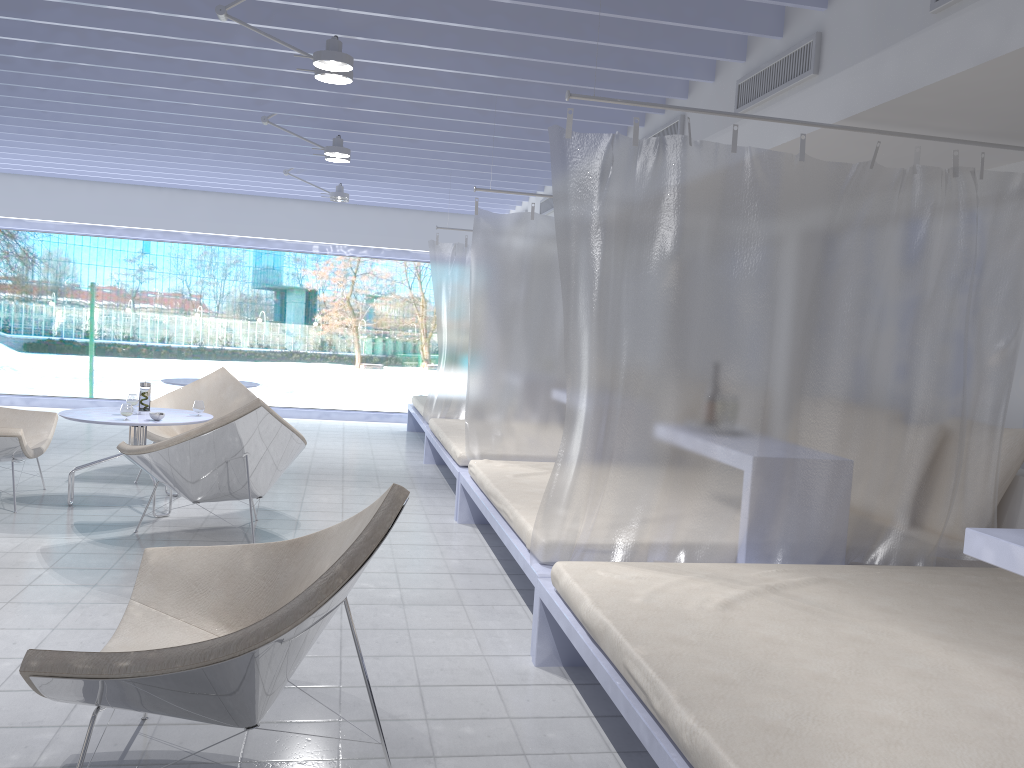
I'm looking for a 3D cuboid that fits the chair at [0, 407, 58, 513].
[{"bbox_3d":[-3.078,0.278,5.016,0.753,0.759,0.906,3,4,-15],"label":"chair"}]

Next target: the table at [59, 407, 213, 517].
[{"bbox_3d":[-2.180,0.442,5.151,0.825,0.534,0.823,2,4,-20],"label":"table"}]

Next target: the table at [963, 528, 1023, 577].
[{"bbox_3d":[1.396,0.624,1.701,0.416,0.450,1.065,3,3,-11],"label":"table"}]

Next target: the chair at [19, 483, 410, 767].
[{"bbox_3d":[-0.643,0.606,2.198,0.753,0.759,0.906,3,3,-7],"label":"chair"}]

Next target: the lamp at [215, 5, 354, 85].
[{"bbox_3d":[-0.984,-1.490,3.860,0.587,0.218,0.380,3,3,-11],"label":"lamp"}]

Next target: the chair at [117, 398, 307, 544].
[{"bbox_3d":[-1.446,0.415,4.506,0.906,0.759,0.753,1,5,-41],"label":"chair"}]

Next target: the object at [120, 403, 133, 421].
[{"bbox_3d":[-2.101,0.152,4.837,0.068,0.091,0.068,5,4,18],"label":"object"}]

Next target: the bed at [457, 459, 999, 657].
[{"bbox_3d":[0.877,0.743,4.399,2.022,0.422,2.200,3,3,-11],"label":"bed"}]

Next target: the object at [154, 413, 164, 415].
[{"bbox_3d":[-1.944,0.164,4.881,0.012,0.016,0.098,0,5,-45],"label":"object"}]

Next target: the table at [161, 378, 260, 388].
[{"bbox_3d":[-2.665,0.250,7.825,0.825,0.534,0.823,6,4,36],"label":"table"}]

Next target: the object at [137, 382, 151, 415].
[{"bbox_3d":[-2.136,0.082,5.157,0.075,0.189,0.075,3,4,-19],"label":"object"}]

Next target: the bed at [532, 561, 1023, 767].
[{"bbox_3d":[1.270,0.896,2.230,2.016,0.427,2.200,3,3,-11],"label":"bed"}]

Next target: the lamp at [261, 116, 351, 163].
[{"bbox_3d":[-1.370,-1.638,5.909,0.587,0.218,0.380,3,3,-11],"label":"lamp"}]

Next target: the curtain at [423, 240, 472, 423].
[{"bbox_3d":[0.259,-0.387,7.583,2.050,1.552,0.151,3,3,-11],"label":"curtain"}]

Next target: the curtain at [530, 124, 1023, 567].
[{"bbox_3d":[1.074,-0.074,3.253,2.050,1.552,0.151,3,3,-11],"label":"curtain"}]

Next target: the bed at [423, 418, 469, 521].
[{"bbox_3d":[0.455,0.583,6.559,2.016,0.427,2.200,3,3,-11],"label":"bed"}]

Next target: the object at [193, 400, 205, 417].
[{"bbox_3d":[-1.851,0.144,5.242,0.068,0.091,0.068,3,4,-18],"label":"object"}]

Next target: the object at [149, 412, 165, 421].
[{"bbox_3d":[-1.964,0.181,4.908,0.082,0.043,0.082,1,5,-43],"label":"object"}]

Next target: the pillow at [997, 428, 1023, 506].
[{"bbox_3d":[1.967,0.412,3.863,0.231,0.510,0.572,3,3,-10],"label":"pillow"}]

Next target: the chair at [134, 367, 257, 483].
[{"bbox_3d":[-2.128,0.272,6.154,0.906,0.759,0.753,4,3,0],"label":"chair"}]

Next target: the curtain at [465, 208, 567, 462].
[{"bbox_3d":[0.707,-0.207,5.417,1.998,1.559,0.125,3,4,-12],"label":"curtain"}]

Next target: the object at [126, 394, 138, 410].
[{"bbox_3d":[-2.299,0.107,5.371,0.068,0.091,0.068,4,4,12],"label":"object"}]

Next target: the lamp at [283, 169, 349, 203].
[{"bbox_3d":[-1.759,-1.788,7.977,0.587,0.218,0.380,3,3,-11],"label":"lamp"}]

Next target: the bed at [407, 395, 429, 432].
[{"bbox_3d":[0.063,0.429,8.728,2.022,0.422,2.200,3,3,-11],"label":"bed"}]
